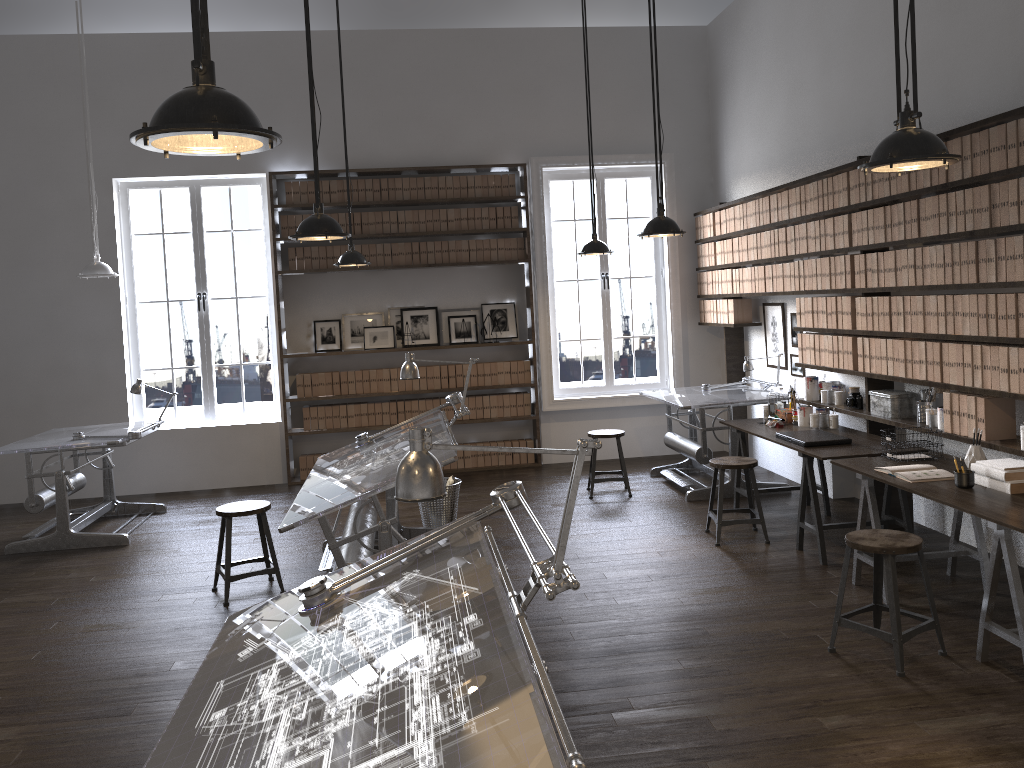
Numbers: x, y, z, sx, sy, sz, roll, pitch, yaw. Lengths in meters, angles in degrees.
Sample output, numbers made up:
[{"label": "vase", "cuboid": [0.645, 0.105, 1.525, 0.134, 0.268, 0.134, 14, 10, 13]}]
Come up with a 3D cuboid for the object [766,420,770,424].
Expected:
[{"label": "object", "cuboid": [1.864, 0.280, 6.450, 0.011, 0.017, 0.172, -2, 5, 25]}]

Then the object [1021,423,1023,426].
[{"label": "object", "cuboid": [2.547, 0.257, 4.370, 0.063, 0.118, 0.063, -1, 4, 34]}]

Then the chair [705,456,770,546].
[{"label": "chair", "cuboid": [1.485, 0.771, 5.893, 0.358, 0.527, 0.373, -3, 3, 2]}]

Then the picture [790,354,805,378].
[{"label": "picture", "cuboid": [2.365, -0.152, 7.321, 0.023, 0.183, 0.252, -3, 4, -7]}]

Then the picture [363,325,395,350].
[{"label": "picture", "cuboid": [-1.310, -0.455, 8.737, 0.300, 0.228, 0.145, -3, 3, -7]}]

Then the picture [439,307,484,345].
[{"label": "picture", "cuboid": [-0.509, -0.579, 8.908, 0.434, 0.360, 0.095, -3, 3, -7]}]

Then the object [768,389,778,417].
[{"label": "object", "cuboid": [1.955, 0.152, 6.643, 0.068, 0.229, 0.069, -3, 3, -10]}]

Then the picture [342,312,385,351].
[{"label": "picture", "cuboid": [-1.470, -0.522, 8.791, 0.415, 0.364, 0.083, -3, 2, -7]}]

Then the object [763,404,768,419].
[{"label": "object", "cuboid": [1.937, 0.209, 6.713, 0.068, 0.104, 0.068, -3, 3, -2]}]

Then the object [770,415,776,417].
[{"label": "object", "cuboid": [1.940, 0.254, 6.593, 0.049, 0.037, 0.049, -4, 4, -10]}]

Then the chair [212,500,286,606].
[{"label": "chair", "cuboid": [-1.581, 0.987, 5.272, 0.372, 0.527, 0.359, -5, 4, -28]}]

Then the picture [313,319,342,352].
[{"label": "picture", "cuboid": [-1.822, -0.477, 8.769, 0.267, 0.314, 0.058, -3, 2, -7]}]

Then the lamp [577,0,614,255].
[{"label": "lamp", "cuboid": [0.657, -2.232, 7.536, 0.313, 2.248, 0.311, -4, 3, -27]}]

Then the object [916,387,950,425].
[{"label": "object", "cuboid": [2.484, 0.098, 5.279, 0.156, 0.271, 0.181, -4, 3, -23]}]

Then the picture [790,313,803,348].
[{"label": "picture", "cuboid": [2.352, -0.443, 7.299, 0.022, 0.284, 0.202, -3, 3, -7]}]

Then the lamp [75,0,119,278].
[{"label": "lamp", "cuboid": [-3.377, -1.978, 7.050, 0.313, 2.248, 0.311, -4, 3, -27]}]

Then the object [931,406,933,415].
[{"label": "object", "cuboid": [2.444, 0.185, 5.147, 0.004, 0.127, 0.028, -3, 2, -8]}]

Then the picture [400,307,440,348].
[{"label": "picture", "cuboid": [-0.914, -0.565, 8.809, 0.373, 0.390, 0.149, -3, 3, -7]}]

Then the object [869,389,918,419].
[{"label": "object", "cuboid": [2.431, 0.126, 5.653, 0.193, 0.152, 0.318, -4, 5, -7]}]

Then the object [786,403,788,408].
[{"label": "object", "cuboid": [2.086, 0.199, 6.740, 0.068, 0.104, 0.068, -4, 3, -11]}]

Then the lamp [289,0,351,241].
[{"label": "lamp", "cuboid": [-1.031, -1.860, 4.453, 0.312, 2.248, 0.311, -2, 2, 14]}]

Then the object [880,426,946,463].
[{"label": "object", "cuboid": [2.221, 0.335, 4.916, 0.284, 0.160, 0.204, -4, 4, -7]}]

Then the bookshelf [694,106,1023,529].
[{"label": "bookshelf", "cuboid": [2.645, 0.220, 4.424, 0.373, 3.198, 9.203, -3, 5, -7]}]

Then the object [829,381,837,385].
[{"label": "object", "cuboid": [2.386, 0.047, 6.604, 0.072, 0.129, 0.071, 0, 4, 40]}]

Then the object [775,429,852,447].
[{"label": "object", "cuboid": [1.920, 0.346, 5.660, 0.312, 0.033, 0.447, -4, 5, -7]}]

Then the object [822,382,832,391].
[{"label": "object", "cuboid": [2.332, 0.055, 6.546, 0.070, 0.130, 0.070, -1, 3, 31]}]

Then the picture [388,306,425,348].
[{"label": "picture", "cuboid": [-1.045, -0.569, 8.846, 0.369, 0.405, 0.091, -3, 2, -7]}]

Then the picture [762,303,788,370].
[{"label": "picture", "cuboid": [2.294, -0.421, 7.714, 0.040, 0.573, 0.416, -3, 3, -7]}]

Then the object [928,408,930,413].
[{"label": "object", "cuboid": [2.430, 0.191, 5.138, 0.004, 0.103, 0.035, -3, 3, -11]}]

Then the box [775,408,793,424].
[{"label": "box", "cuboid": [2.040, 0.231, 6.509, 0.137, 0.083, 0.212, -4, 5, -7]}]

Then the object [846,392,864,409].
[{"label": "object", "cuboid": [2.341, 0.112, 6.084, 0.091, 0.108, 0.171, -3, 4, -7]}]

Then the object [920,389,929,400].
[{"label": "object", "cuboid": [2.546, 0.129, 5.431, 0.079, 0.188, 0.079, -4, 3, -28]}]

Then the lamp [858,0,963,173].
[{"label": "lamp", "cuboid": [1.236, -1.829, 2.841, 0.312, 2.248, 0.311, -2, 2, 18]}]

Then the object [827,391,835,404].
[{"label": "object", "cuboid": [2.298, 0.097, 6.362, 0.063, 0.093, 0.062, -4, 3, -21]}]

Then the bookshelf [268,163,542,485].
[{"label": "bookshelf", "cuboid": [-1.014, -0.254, 8.827, 2.474, 3.715, 0.413, -3, 2, -7]}]

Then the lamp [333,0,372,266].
[{"label": "lamp", "cuboid": [-1.379, -2.104, 7.295, 0.313, 2.248, 0.311, -4, 3, -27]}]

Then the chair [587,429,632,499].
[{"label": "chair", "cuboid": [0.803, 0.664, 7.432, 0.358, 0.527, 0.373, -3, 3, 2]}]

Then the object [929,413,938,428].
[{"label": "object", "cuboid": [2.508, 0.204, 5.121, 0.181, 0.093, 0.062, -2, 3, 7]}]

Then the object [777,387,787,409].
[{"label": "object", "cuboid": [2.026, 0.144, 6.652, 0.068, 0.237, 0.069, -3, 3, -10]}]

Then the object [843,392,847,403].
[{"label": "object", "cuboid": [2.383, 0.102, 6.370, 0.054, 0.080, 0.054, -2, 3, 20]}]

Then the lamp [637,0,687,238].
[{"label": "lamp", "cuboid": [0.898, -2.067, 5.605, 0.313, 2.248, 0.311, -4, 3, -27]}]

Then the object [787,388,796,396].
[{"label": "object", "cuboid": [2.110, 0.143, 6.662, 0.068, 0.229, 0.069, -3, 3, -10]}]

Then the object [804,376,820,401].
[{"label": "object", "cuboid": [2.245, 0.033, 6.639, 0.107, 0.176, 0.107, -3, 3, -5]}]

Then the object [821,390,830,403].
[{"label": "object", "cuboid": [2.275, 0.092, 6.429, 0.062, 0.094, 0.062, -4, 3, -21]}]

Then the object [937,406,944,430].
[{"label": "object", "cuboid": [2.477, 0.196, 5.045, 0.094, 0.128, 0.095, -3, 3, 0]}]

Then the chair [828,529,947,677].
[{"label": "chair", "cuboid": [1.656, 0.943, 3.927, 0.359, 0.527, 0.372, -5, 4, -33]}]

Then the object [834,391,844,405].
[{"label": "object", "cuboid": [2.328, 0.101, 6.302, 0.062, 0.094, 0.062, -4, 3, -21]}]

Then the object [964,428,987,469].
[{"label": "object", "cuboid": [2.387, 0.336, 4.562, 0.101, 0.209, 0.102, -1, 4, 38]}]

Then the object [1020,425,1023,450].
[{"label": "object", "cuboid": [2.510, 0.264, 4.310, 0.062, 0.119, 0.062, 0, 4, 43]}]

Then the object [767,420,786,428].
[{"label": "object", "cuboid": [1.885, 0.277, 6.342, 0.132, 0.050, 0.198, -1, 5, 22]}]

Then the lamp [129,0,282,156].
[{"label": "lamp", "cuboid": [-0.715, -1.638, 1.869, 0.312, 2.248, 0.311, -2, 2, 18]}]

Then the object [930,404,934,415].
[{"label": "object", "cuboid": [2.449, 0.178, 5.143, 0.008, 0.125, 0.041, -4, 3, -18]}]

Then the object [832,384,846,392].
[{"label": "object", "cuboid": [2.383, 0.071, 6.455, 0.094, 0.128, 0.095, -2, 4, 24]}]

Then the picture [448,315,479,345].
[{"label": "picture", "cuboid": [-0.490, -0.542, 8.870, 0.290, 0.290, 0.127, -3, 3, -7]}]

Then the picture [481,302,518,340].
[{"label": "picture", "cuboid": [-0.126, -0.635, 8.924, 0.343, 0.363, 0.161, -3, 3, -7]}]
